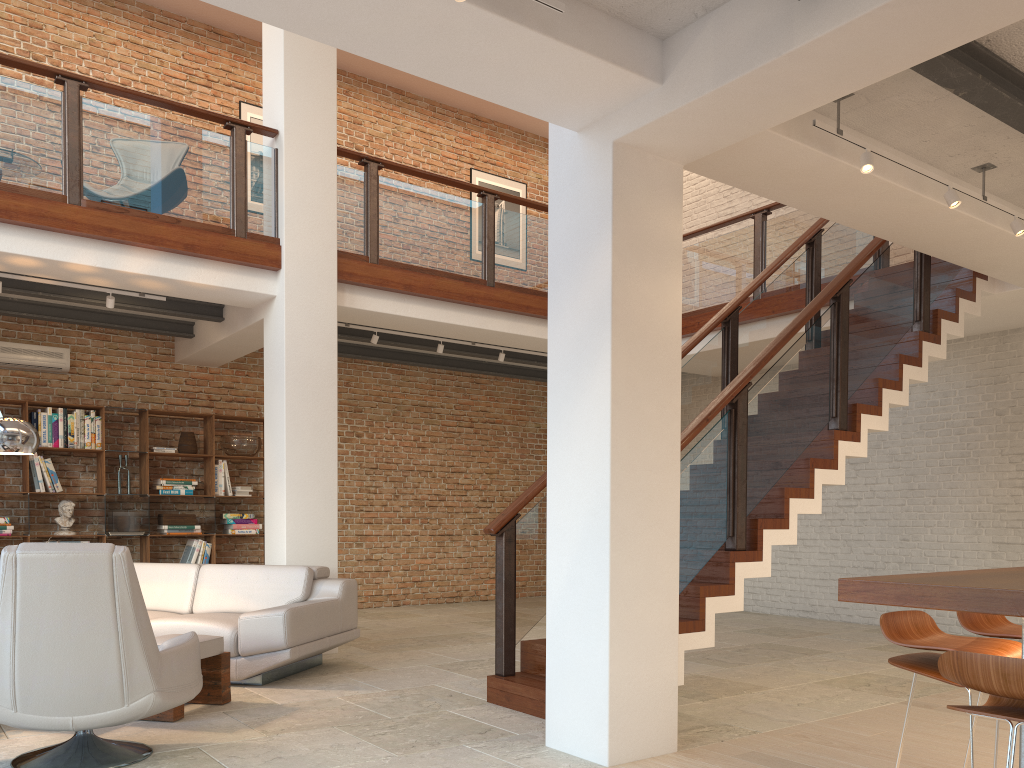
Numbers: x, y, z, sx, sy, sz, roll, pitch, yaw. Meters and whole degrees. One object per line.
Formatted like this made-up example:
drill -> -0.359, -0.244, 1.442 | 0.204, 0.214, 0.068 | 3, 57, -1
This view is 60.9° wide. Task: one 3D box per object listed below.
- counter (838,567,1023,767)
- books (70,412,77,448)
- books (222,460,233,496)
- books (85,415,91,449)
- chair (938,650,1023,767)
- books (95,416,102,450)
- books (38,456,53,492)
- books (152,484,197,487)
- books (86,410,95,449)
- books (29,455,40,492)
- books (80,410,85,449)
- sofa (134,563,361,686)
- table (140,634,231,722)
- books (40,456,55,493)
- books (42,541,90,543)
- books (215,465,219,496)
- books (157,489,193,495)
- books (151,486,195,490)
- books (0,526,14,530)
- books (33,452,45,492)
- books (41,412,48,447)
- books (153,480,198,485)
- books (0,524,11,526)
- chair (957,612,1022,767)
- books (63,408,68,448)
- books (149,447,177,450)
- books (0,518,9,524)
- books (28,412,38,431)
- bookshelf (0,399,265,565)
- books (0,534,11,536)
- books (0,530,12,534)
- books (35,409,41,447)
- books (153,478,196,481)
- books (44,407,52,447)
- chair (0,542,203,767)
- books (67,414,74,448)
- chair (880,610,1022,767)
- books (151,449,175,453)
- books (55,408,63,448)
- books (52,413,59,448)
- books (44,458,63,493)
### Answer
counter -> 2.440, 0.998, 2.245 | 1.692, 0.912, 2.514 | 5, -9, -36
books -> -4.271, 0.460, 8.478 | 0.021, 0.357, 0.273 | -1, -1, -36
books -> -3.094, 1.017, 9.373 | 0.101, 0.382, 0.244 | -1, -1, -36
books -> -4.177, 0.484, 8.540 | 0.055, 0.328, 0.255 | -1, -1, -36
chair -> 1.349, 1.072, 2.266 | 0.423, 0.771, 0.405 | 1, -1, -36
books -> -4.112, 0.496, 8.615 | 0.055, 0.328, 0.255 | -1, -1, -36
books -> -4.483, 0.868, 8.336 | 0.125, 0.347, 0.273 | 0, -2, -36
books -> -3.502, 1.055, 9.047 | 0.382, 0.018, 0.245 | 9, -12, -43
books -> -4.142, 0.462, 8.572 | 0.036, 0.381, 0.244 | -1, 0, -36
books -> -4.564, 0.844, 8.293 | 0.101, 0.382, 0.244 | -1, -1, -36
books -> -4.218, 0.453, 8.516 | 0.036, 0.381, 0.244 | -1, 0, -36
sofa -> -2.404, 1.697, 6.347 | 2.330, 0.752, 1.155 | -2, -6, 14
table -> -2.942, 1.601, 4.696 | 2.207, 0.425, 1.991 | -2, -9, 15
books -> -4.471, 0.871, 8.356 | 0.125, 0.347, 0.273 | 0, -2, -36
books -> -4.334, 1.545, 8.468 | 0.381, 0.036, 0.246 | 7, -11, -36
books -> -3.187, 1.029, 9.279 | 0.055, 0.328, 0.255 | -1, -1, -36
books -> -3.499, 1.129, 9.054 | 0.327, 0.055, 0.257 | 4, -9, -26
books -> -3.520, 1.082, 9.047 | 0.381, 0.036, 0.246 | 7, -11, -36
books -> -4.850, 1.329, 8.061 | 0.382, 0.036, 0.245 | 8, -12, -42
books -> -4.520, 0.845, 8.296 | 0.103, 0.381, 0.244 | -1, -1, -36
books -> -4.478, 0.448, 8.316 | 0.055, 0.328, 0.255 | -1, -1, -36
books -> -3.495, 1.027, 9.041 | 0.382, 0.036, 0.245 | 8, -12, -42
books -> -4.863, 1.302, 8.075 | 0.357, 0.020, 0.274 | 7, -11, -37
chair -> 1.953, 1.247, 3.378 | 0.405, 0.771, 0.423 | 1, -1, -36
books -> -4.339, 0.439, 8.427 | 0.036, 0.381, 0.244 | -1, 0, -36
books -> -3.582, 0.667, 8.922 | 0.238, 0.018, 0.172 | 8, -12, -43
books -> -4.855, 1.265, 8.077 | 0.328, 0.055, 0.257 | 6, -10, -34
books -> -4.551, 0.443, 8.285 | 0.055, 0.328, 0.255 | -1, -1, -36
bookshelf -> -3.903, 1.352, 8.752 | 3.045, 2.185, 0.365 | 4, -1, -36
books -> -4.859, 1.395, 8.073 | 0.357, 0.020, 0.274 | 7, -11, -36
books -> -4.863, 1.365, 8.061 | 0.382, 0.036, 0.246 | 8, -11, -41
books -> -4.520, 0.432, 8.306 | 0.021, 0.357, 0.273 | -1, -1, -36
books -> -3.509, 1.000, 9.055 | 0.357, 0.020, 0.274 | 7, -11, -37
books -> -4.443, 0.425, 8.346 | 0.036, 0.381, 0.244 | -1, 0, -36
chair -> -1.917, 1.196, 3.870 | 1.028, 1.009, 0.978 | 2, -4, -20
books -> -4.293, 0.469, 8.443 | 0.055, 0.328, 0.255 | -1, -1, -36
chair -> 1.519, 1.196, 3.059 | 0.405, 0.771, 0.423 | 1, -1, -36
books -> -3.574, 0.693, 8.921 | 0.207, 0.033, 0.133 | 6, -10, -36
books -> -4.363, 0.434, 8.397 | 0.036, 0.381, 0.244 | -1, 0, -36
books -> -4.413, 0.459, 8.386 | 0.055, 0.328, 0.255 | -1, -1, -36
books -> -4.424, 0.883, 8.374 | 0.158, 0.327, 0.255 | 0, -2, -36
